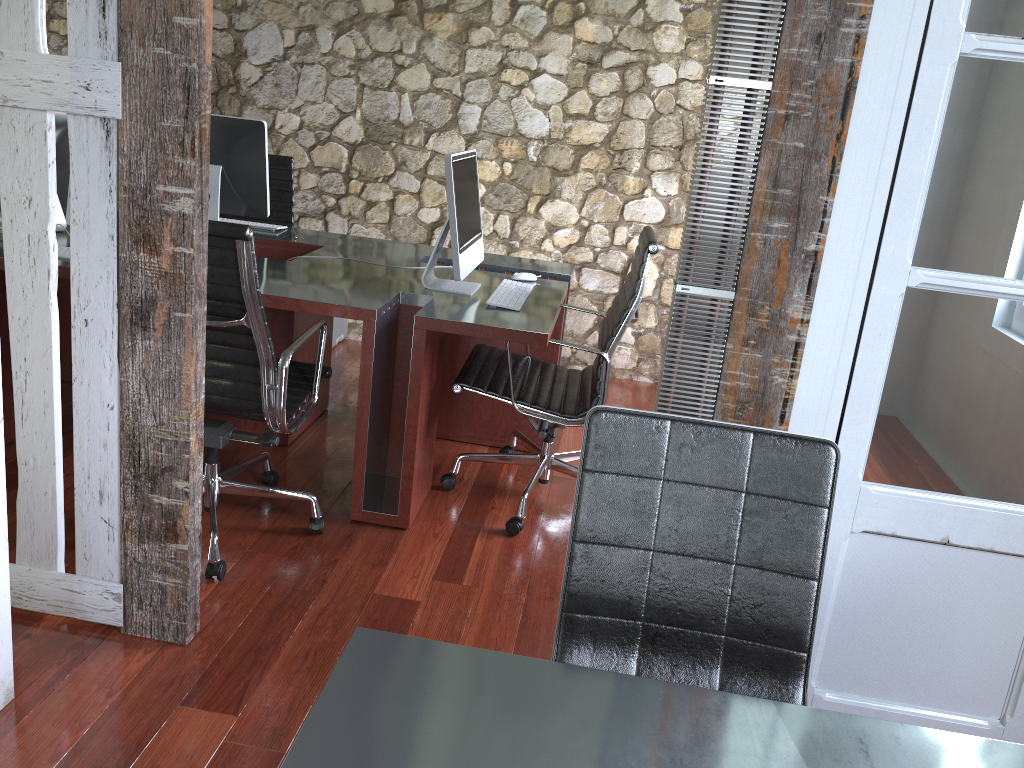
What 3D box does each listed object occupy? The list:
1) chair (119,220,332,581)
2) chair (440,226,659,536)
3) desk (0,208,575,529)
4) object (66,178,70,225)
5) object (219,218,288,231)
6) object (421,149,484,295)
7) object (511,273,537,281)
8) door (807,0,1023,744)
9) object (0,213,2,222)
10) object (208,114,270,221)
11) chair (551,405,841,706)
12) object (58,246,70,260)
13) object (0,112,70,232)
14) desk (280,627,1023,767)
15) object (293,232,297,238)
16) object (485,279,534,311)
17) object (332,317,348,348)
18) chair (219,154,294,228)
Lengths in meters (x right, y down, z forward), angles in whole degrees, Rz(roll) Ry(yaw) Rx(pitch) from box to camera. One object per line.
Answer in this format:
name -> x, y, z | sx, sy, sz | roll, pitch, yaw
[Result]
chair -> -0.880, -0.035, 2.709 | 0.665, 1.009, 0.709 | 7, 16, 0
chair -> 0.139, -0.063, 3.156 | 0.700, 1.009, 0.674 | 9, 16, 10
desk -> -1.076, -0.179, 3.553 | 2.509, 0.718, 1.318 | 8, 17, 6
object -> -1.330, -0.715, 3.167 | 0.484, 0.478, 0.192 | 8, 15, 6
object -> -1.247, -0.734, 4.011 | 0.439, 0.017, 0.120 | 8, 18, 6
object -> -0.194, -0.582, 3.156 | 0.190, 0.478, 0.490 | 8, 16, 5
object -> 0.048, -0.423, 3.481 | 0.106, 0.028, 0.060 | -2, 19, -24
door -> 1.224, -0.074, 1.690 | 1.161, 2.152, 0.041 | 8, 15, 6
object -> -2.050, -0.634, 3.415 | 0.118, 0.017, 0.445 | 8, 18, 5
object -> -1.277, -0.893, 3.741 | 0.484, 0.478, 0.192 | 8, 15, 6
chair -> 0.256, 0.581, 1.357 | 0.475, 0.907, 0.610 | 8, 16, 6
object -> -1.410, -0.432, 3.016 | 0.439, 0.017, 0.120 | 8, 18, 6
object -> -1.811, -0.817, 3.316 | 0.191, 0.478, 0.487 | 15, 18, 29
desk -> 0.340, 1.011, 0.456 | 1.446, 0.645, 1.736 | 8, 17, 5
object -> -0.952, -0.653, 3.876 | 0.011, 0.011, 0.151 | 1, 18, -18
object -> -0.003, -0.322, 3.168 | 0.118, 0.017, 0.445 | 8, 18, 5
object -> -1.139, -0.417, 4.844 | 0.400, 0.382, 0.367 | 8, 16, 6
chair -> -1.311, -0.570, 4.228 | 0.665, 1.009, 0.709 | 7, 16, 1
